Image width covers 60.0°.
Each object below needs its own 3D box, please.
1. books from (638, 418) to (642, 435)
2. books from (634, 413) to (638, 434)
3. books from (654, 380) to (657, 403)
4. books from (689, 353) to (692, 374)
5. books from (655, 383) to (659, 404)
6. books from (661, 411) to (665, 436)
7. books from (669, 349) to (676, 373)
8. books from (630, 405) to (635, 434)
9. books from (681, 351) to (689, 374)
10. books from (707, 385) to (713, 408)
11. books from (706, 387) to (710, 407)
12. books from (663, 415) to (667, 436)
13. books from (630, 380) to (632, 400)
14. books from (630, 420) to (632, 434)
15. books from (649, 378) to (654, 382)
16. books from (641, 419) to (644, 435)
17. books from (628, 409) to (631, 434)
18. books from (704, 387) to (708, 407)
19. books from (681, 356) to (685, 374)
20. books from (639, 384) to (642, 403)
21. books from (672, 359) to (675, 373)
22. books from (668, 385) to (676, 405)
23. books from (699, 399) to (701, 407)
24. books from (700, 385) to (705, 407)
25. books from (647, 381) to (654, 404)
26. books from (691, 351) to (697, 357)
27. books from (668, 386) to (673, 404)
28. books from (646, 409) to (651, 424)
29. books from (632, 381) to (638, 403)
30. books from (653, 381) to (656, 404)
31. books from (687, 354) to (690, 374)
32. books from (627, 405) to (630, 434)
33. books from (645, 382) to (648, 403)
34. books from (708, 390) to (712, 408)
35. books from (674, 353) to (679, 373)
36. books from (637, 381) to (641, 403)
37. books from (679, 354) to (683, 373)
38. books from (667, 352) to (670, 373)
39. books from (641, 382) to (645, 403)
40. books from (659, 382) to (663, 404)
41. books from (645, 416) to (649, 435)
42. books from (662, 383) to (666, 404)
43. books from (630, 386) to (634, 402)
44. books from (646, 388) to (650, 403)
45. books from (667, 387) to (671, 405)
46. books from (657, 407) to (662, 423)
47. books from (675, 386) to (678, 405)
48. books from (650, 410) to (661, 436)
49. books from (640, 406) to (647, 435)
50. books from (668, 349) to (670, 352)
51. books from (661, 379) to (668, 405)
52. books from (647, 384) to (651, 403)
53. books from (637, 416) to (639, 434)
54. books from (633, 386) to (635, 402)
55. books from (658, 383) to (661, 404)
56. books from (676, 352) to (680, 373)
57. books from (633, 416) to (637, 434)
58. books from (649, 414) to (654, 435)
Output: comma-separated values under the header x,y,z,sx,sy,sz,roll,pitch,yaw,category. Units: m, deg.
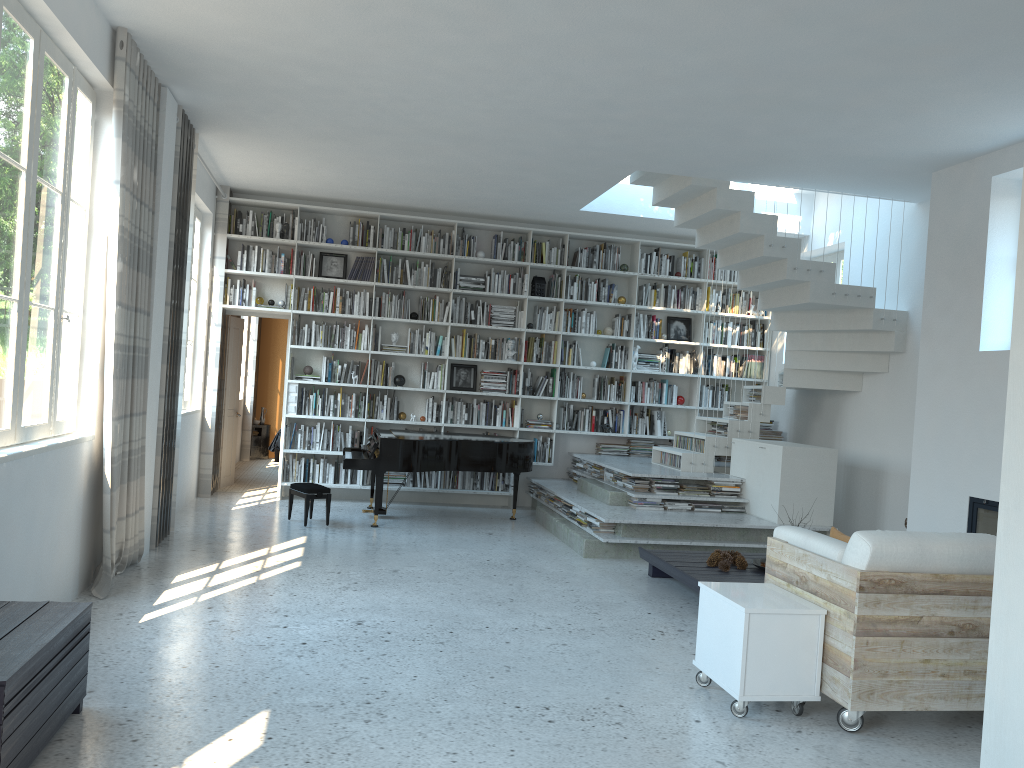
x,y,z,sx,sy,sz,roll,pitch,yaw,category
1.469,0.490,10.314,0.030,0.188,0.140,4,0,-11,books
1.427,0.459,10.293,0.015,0.243,0.156,4,0,-11,books
1.649,0.093,10.333,0.011,0.272,0.152,4,0,-11,books
2.072,-0.238,10.410,0.024,0.255,0.145,4,0,-11,books
1.666,0.107,10.340,0.026,0.246,0.165,4,0,-11,books
1.732,0.458,10.350,0.025,0.287,0.160,4,0,-11,books
1.849,-0.266,10.357,0.059,0.282,0.167,4,0,-11,books
1.390,0.415,10.307,0.013,0.327,0.130,4,0,-11,books
2.013,-0.250,10.381,0.021,0.271,0.191,4,0,-11,books
2.329,0.142,10.477,0.024,0.267,0.133,4,0,-11,books
2.280,0.151,10.453,0.022,0.242,0.151,4,0,-11,books
1.773,0.468,10.367,0.062,0.274,0.148,4,0,-11,books
1.351,0.082,10.283,0.012,0.254,0.161,4,0,-11,books
1.364,0.470,10.304,0.033,0.213,0.140,4,0,-11,books
1.617,0.077,10.323,0.013,0.299,0.147,4,0,-11,books
1.497,0.493,10.313,0.024,0.185,0.149,4,0,-11,books
1.345,0.432,10.288,0.015,0.287,0.138,4,0,-11,books
2.251,0.152,10.447,0.037,0.236,0.153,4,0,-11,books
1.984,-0.223,10.400,0.025,0.213,0.155,4,0,-11,books
1.470,0.106,10.289,0.011,0.223,0.162,4,0,-11,books
1.878,-0.263,10.391,0.010,0.278,0.129,4,0,-11,books
1.866,0.126,10.373,0.025,0.235,0.181,4,0,-11,books
2.168,0.127,10.438,0.085,0.278,0.159,4,0,-11,books
2.223,0.142,10.434,0.024,0.252,0.175,4,0,-11,books
1.599,0.098,10.298,0.028,0.255,0.191,4,0,-11,books
2.145,-0.247,10.439,0.029,0.283,0.138,4,0,-11,books
1.833,0.133,10.376,0.037,0.218,0.139,4,0,-11,books
1.580,0.439,10.346,0.010,0.304,0.131,4,0,-11,books
1.418,0.091,10.280,0.047,0.244,0.177,4,0,-11,books
1.631,0.097,10.308,0.012,0.262,0.186,4,0,-11,books
2.042,-0.232,10.389,0.041,0.239,0.176,4,0,-11,books
1.333,0.406,10.282,0.014,0.337,0.132,4,0,-11,books
1.529,0.101,10.310,0.026,0.239,0.177,4,0,-11,books
2.305,0.173,10.454,0.029,0.201,0.172,4,0,-11,books
1.901,-0.243,10.374,0.031,0.242,0.147,4,0,-11,books
1.451,0.092,10.297,0.024,0.247,0.143,4,0,-11,books
1.957,-0.236,10.402,0.028,0.235,0.129,4,0,-11,books
1.792,-0.248,10.342,0.030,0.236,0.179,4,0,-11,books
1.497,0.096,10.288,0.045,0.246,0.185,4,0,-11,books
1.723,0.107,10.356,0.012,0.254,0.161,4,0,-11,books
1.550,0.481,10.319,0.052,0.217,0.184,4,0,-11,books
1.744,0.114,10.335,0.023,0.244,0.189,4,0,-11,books
1.368,0.117,10.276,0.023,0.186,0.159,4,0,-11,books
1.555,0.132,10.304,0.027,0.181,0.186,4,0,-11,books
1.803,0.139,10.354,0.030,0.201,0.189,4,0,-11,books
1.711,0.437,10.368,0.012,0.326,0.136,4,0,-11,books
1.890,0.134,10.379,0.027,0.223,0.170,4,0,-11,books
1.662,0.451,10.300,0.075,0.291,0.255,4,0,-11,books
1.522,0.421,10.313,0.014,0.333,0.168,4,0,-11,books
1.811,-0.268,10.363,0.013,0.280,0.131,4,0,-11,books
1.769,0.092,10.343,0.026,0.290,0.181,4,0,-11,books
1.574,0.109,10.317,0.012,0.229,0.179,4,0,-11,books
1.443,0.477,10.308,0.025,0.210,0.137,4,0,-11,books
1.390,0.120,10.278,0.022,0.184,0.162,4,0,-11,books
1.690,0.107,10.324,0.014,0.249,0.177,4,0,-11,books
1.928,-0.245,10.398,0.031,0.250,0.133,4,0,-11,books
1.406,0.473,10.300,0.023,0.214,0.163,4,0,-11,books
1.601,0.473,10.332,0.031,0.239,0.171,4,0,-11,books
